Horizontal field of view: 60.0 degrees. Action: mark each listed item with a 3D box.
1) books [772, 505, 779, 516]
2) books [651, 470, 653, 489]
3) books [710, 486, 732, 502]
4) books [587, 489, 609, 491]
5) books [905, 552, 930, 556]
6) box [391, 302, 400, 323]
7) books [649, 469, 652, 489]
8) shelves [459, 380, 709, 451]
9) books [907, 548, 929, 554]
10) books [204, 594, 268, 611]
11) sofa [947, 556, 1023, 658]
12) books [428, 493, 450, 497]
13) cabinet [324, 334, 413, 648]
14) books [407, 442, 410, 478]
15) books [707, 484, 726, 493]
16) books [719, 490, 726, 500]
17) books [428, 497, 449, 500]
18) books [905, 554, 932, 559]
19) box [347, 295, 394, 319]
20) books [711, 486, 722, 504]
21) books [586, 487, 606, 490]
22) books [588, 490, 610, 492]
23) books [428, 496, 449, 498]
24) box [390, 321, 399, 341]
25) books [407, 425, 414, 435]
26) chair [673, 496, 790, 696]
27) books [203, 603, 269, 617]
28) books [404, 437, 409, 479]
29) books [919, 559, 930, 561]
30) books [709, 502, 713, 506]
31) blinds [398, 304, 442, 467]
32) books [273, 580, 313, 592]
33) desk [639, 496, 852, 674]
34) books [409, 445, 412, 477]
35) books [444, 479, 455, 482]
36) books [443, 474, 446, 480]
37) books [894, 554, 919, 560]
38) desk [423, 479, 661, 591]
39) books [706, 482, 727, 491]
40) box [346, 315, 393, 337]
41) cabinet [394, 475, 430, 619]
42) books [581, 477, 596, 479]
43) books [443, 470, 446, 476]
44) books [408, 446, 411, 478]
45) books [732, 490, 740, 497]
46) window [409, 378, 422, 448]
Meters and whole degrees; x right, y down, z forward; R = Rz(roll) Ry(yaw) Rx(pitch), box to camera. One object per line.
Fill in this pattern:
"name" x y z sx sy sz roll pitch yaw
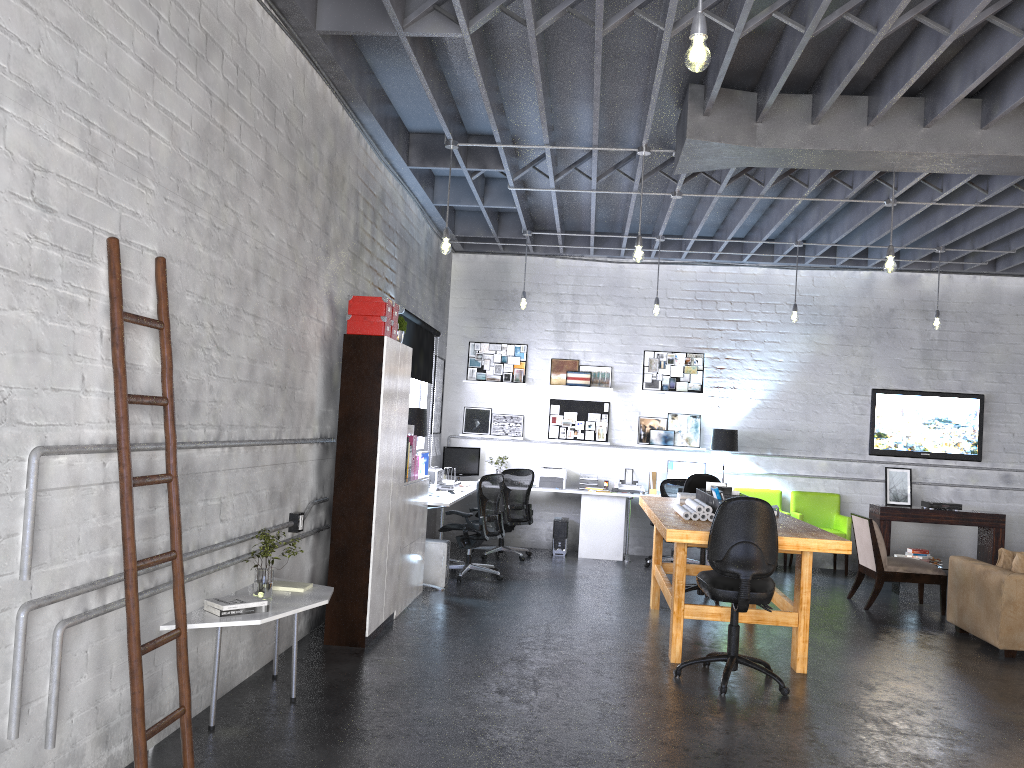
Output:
"books" 1.994 0.997 7.057 0.244 0.067 0.299 3 -3 15
"books" 1.695 1.182 10.793 0.043 0.296 0.210 3 -2 5
"books" 1.581 0.882 6.725 0.158 0.214 0.063 3 -2 5
"books" 1.021 1.260 10.546 0.211 0.014 0.148 4 -3 -20
"books" 4.434 1.859 9.696 0.208 0.024 0.144 4 -3 -10
"box" -0.937 -0.503 6.187 0.268 0.133 0.206 3 -2 5
"books" 1.686 1.182 10.790 0.036 0.296 0.210 3 -2 5
"shelves" 0.880 0.385 10.993 3.023 0.693 0.199 3 -2 5
"books" 4.434 1.826 9.689 0.185 0.041 0.129 3 -3 -1
"books" -1.334 1.055 4.282 0.185 0.022 0.234 1 -4 43
"sofa" 4.819 1.806 6.976 2.330 0.628 1.105 3 -3 5
"books" -0.716 1.044 8.322 0.212 0.010 0.171 2 -3 31
"cabinet" -0.995 0.719 6.266 0.291 2.046 0.873 3 -2 5
"books" -0.936 0.626 7.363 0.159 0.298 0.026 3 -2 5
"books" 1.674 0.920 7.257 0.158 0.199 0.082 3 -2 5
"books" 1.489 0.854 6.220 0.097 0.209 0.158 3 -2 5
"books" -0.719 1.066 8.315 0.213 0.012 0.158 2 -3 30
"books" 4.443 1.884 9.690 0.161 0.026 0.223 5 -3 -26
"box" -0.954 -0.513 5.979 0.270 0.131 0.206 3 -2 5
"books" 1.458 0.841 6.238 0.108 0.234 0.166 3 -2 5
"books" 0.996 1.244 10.545 0.211 0.014 0.148 2 -3 20
"books" 1.038 1.276 10.556 0.211 0.014 0.148 5 -3 -31
"books" -0.721 1.055 8.318 0.209 0.012 0.158 2 -3 28
"box" -0.944 -0.373 6.183 0.270 0.131 0.206 3 -2 5
"books" -0.937 0.478 7.597 0.192 0.267 0.060 3 -2 5
"chair" 1.370 1.265 5.533 0.659 1.164 0.687 3 -2 3
"books" -1.335 1.082 4.292 0.250 0.031 0.185 6 -4 -43
"books" -0.955 0.601 7.292 0.197 0.338 0.065 3 -2 5
"books" 4.415 1.911 9.697 0.223 0.032 0.161 4 -3 -15
"books" 1.601 0.892 6.544 0.232 0.027 0.185 5 -3 -23
"blinds" -0.994 0.135 9.164 0.100 1.631 2.121 3 -2 5
"books" -1.250 1.122 4.924 0.248 0.021 0.177 3 -3 4
"desk" 1.599 1.460 6.817 1.115 0.925 2.834 3 -3 5
"books" -0.960 0.646 7.477 0.220 0.271 0.082 3 -2 5
"books" -0.814 1.096 10.119 0.297 0.006 0.210 3 -3 5
"books" -0.800 1.103 10.440 0.037 0.076 0.102 3 -2 20
"books" 4.199 1.842 9.431 0.223 0.027 0.161 3 -3 14
"desk" 0.692 1.601 9.408 3.574 0.785 3.301 3 -3 5
"books" 1.679 0.915 7.288 0.171 0.210 0.046 3 -2 5
"box" -0.961 -0.384 5.975 0.270 0.131 0.206 3 -2 5
"cabinet" -1.036 1.280 7.292 0.465 1.020 1.152 3 -2 5
"books" 0.942 1.154 10.886 0.134 0.008 0.203 4 -3 -12
"books" -0.821 1.070 10.440 0.017 0.121 0.184 3 -3 20
"books" -0.965 0.645 7.417 0.219 0.267 0.060 3 -2 10
"books" 1.651 0.901 6.750 0.143 0.188 0.061 3 -2 5
"window" -1.124 0.068 9.178 0.030 1.219 1.823 3 -2 5
